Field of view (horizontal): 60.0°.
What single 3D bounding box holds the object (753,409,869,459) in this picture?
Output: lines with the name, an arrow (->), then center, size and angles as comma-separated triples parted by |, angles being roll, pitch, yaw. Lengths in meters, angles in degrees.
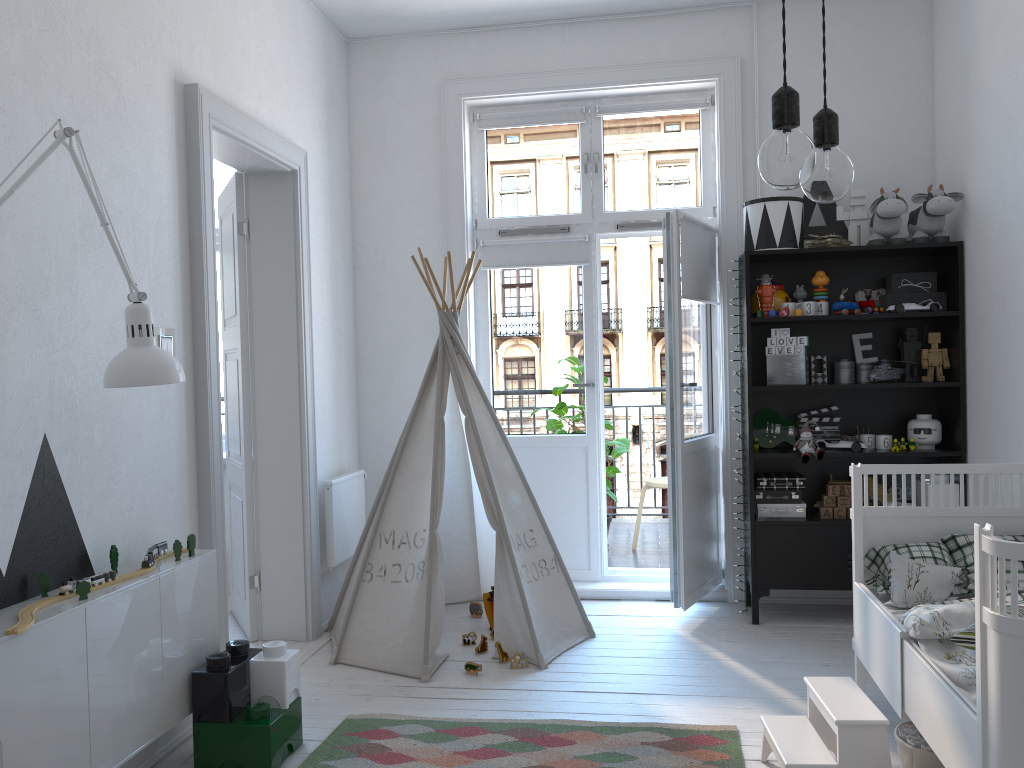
object -> 1.411, 0.234, 4.208 | 0.542, 0.239, 0.093 | -1, 1, 10

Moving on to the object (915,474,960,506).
object -> 1.901, 0.496, 3.986 | 0.132, 0.199, 0.267 | -1, 1, 9

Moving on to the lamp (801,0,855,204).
lamp -> 0.254, -1.028, 1.882 | 0.074, 1.530, 1.381 | -2, 1, -16

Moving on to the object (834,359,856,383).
object -> 1.557, -0.059, 4.151 | 0.095, 0.110, 0.095 | -1, 1, 14

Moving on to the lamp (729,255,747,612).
lamp -> 1.521, 0.227, 4.129 | 0.985, 1.684, 0.095 | -1, 1, 7

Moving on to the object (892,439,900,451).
object -> 1.697, 0.270, 3.922 | 0.042, 0.054, 0.031 | -2, 1, -31

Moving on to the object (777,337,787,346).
object -> 1.223, -0.191, 4.013 | 0.040, 0.040, 0.040 | -1, 1, 29

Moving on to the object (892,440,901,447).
object -> 1.740, 0.276, 4.128 | 0.163, 0.034, 0.069 | -1, 1, 9

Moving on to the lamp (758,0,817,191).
lamp -> 0.164, -1.024, 1.776 | 0.074, 1.530, 1.381 | -2, 1, -16

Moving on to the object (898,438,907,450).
object -> 1.748, 0.268, 3.968 | 0.042, 0.054, 0.031 | -1, 1, 9

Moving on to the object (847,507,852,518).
object -> 1.546, 0.579, 3.999 | 0.050, 0.050, 0.050 | -1, 1, 39

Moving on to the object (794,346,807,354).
object -> 1.296, -0.152, 3.982 | 0.040, 0.040, 0.040 | -1, 1, 39

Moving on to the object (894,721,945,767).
object -> 1.167, 1.029, 2.433 | 0.215, 0.148, 0.240 | -1, 1, 16

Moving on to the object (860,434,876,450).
object -> 1.619, 0.264, 4.036 | 0.067, 0.067, 0.067 | -1, 1, 23

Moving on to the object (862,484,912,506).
object -> 1.751, 0.534, 4.190 | 0.347, 0.120, 0.034 | -1, 1, 9

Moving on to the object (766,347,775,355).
object -> 1.178, -0.150, 4.035 | 0.040, 0.040, 0.040 | -1, 1, 24

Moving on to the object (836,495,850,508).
object -> 1.494, 0.531, 4.007 | 0.050, 0.050, 0.050 | -1, 1, 9

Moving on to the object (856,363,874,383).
object -> 1.640, -0.052, 4.052 | 0.078, 0.091, 0.246 | -1, 1, 4

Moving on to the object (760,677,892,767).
object -> 0.863, 0.987, 2.453 | 0.288, 0.246, 0.332 | -1, 1, 4

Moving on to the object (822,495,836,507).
object -> 1.442, 0.532, 4.036 | 0.050, 0.050, 0.050 | -1, 1, 9

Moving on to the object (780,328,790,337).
object -> 1.235, -0.231, 4.007 | 0.040, 0.040, 0.040 | -1, 1, 19

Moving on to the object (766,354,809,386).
object -> 1.256, -0.064, 4.042 | 0.170, 0.138, 0.124 | -1, 1, 24

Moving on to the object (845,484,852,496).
object -> 1.535, 0.480, 4.013 | 0.050, 0.050, 0.050 | -1, 1, 29

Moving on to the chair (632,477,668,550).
chair -> 1.040, 0.676, 5.558 | 0.498, 0.715, 0.436 | -2, 1, -36

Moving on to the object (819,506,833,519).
object -> 1.422, 0.582, 4.020 | 0.050, 0.050, 0.050 | -1, 1, 9

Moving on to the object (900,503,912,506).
object -> 1.755, 0.566, 3.930 | 0.067, 0.067, 0.067 | -1, 1, 23

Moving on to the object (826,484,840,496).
object -> 1.457, 0.482, 4.024 | 0.050, 0.050, 0.050 | -1, 1, 9

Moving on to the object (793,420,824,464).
object -> 1.315, 0.256, 3.928 | 0.110, 0.186, 0.129 | -2, 1, -4

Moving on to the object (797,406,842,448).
object -> 1.446, 0.203, 4.175 | 0.201, 0.199, 0.048 | -1, 1, 9

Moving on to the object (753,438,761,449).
object -> 1.148, 0.281, 4.175 | 0.042, 0.054, 0.031 | -1, 1, 19

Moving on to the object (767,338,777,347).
object -> 1.182, -0.190, 4.032 | 0.040, 0.040, 0.040 | -1, 1, 19

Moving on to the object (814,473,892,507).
object -> 1.586, 0.511, 4.126 | 0.337, 0.186, 0.111 | -1, 1, 24

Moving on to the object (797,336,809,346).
object -> 1.306, -0.192, 3.976 | 0.040, 0.040, 0.040 | -1, 1, 34

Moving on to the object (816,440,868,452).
object -> 1.489, 0.278, 4.018 | 0.230, 0.048, 0.098 | -1, 1, 34

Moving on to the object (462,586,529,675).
object -> -0.024, 0.971, 3.821 | 0.385, 0.284, 0.856 | -1, 1, 1

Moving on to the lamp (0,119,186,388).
lamp -> -1.127, -0.313, 2.161 | 0.200, 0.656, 0.651 | 0, 2, 43

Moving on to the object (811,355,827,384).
object -> 1.454, -0.069, 4.202 | 0.070, 0.135, 0.028 | -1, 1, 9

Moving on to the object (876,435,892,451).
object -> 1.670, 0.264, 3.980 | 0.067, 0.067, 0.067 | -1, 1, 23

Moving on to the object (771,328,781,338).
object -> 1.196, -0.230, 4.024 | 0.040, 0.040, 0.040 | -1, 1, 14

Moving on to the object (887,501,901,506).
object -> 1.715, 0.566, 3.992 | 0.067, 0.067, 0.067 | -1, 1, 23

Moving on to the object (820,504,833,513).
object -> 1.446, 0.581, 4.071 | 0.050, 0.050, 0.050 | -1, 1, 9

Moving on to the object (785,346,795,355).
object -> 1.254, -0.151, 4.001 | 0.040, 0.040, 0.040 | -1, 1, 24

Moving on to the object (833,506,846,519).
object -> 1.480, 0.581, 4.010 | 0.050, 0.050, 0.050 | -1, 1, 14

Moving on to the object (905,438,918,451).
object -> 1.773, 0.268, 3.933 | 0.031, 0.054, 0.042 | -2, 1, -36

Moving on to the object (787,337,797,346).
object -> 1.265, -0.191, 3.994 | 0.040, 0.040, 0.040 | -1, 1, 39

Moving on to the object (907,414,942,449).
object -> 1.860, 0.217, 3.999 | 0.139, 0.162, 0.139 | -2, 1, -16

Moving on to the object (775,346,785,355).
object -> 1.216, -0.150, 4.026 | 0.040, 0.040, 0.040 | -1, 1, 14

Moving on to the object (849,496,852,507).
object -> 1.552, 0.529, 4.025 | 0.050, 0.050, 0.050 | -1, 1, 9
